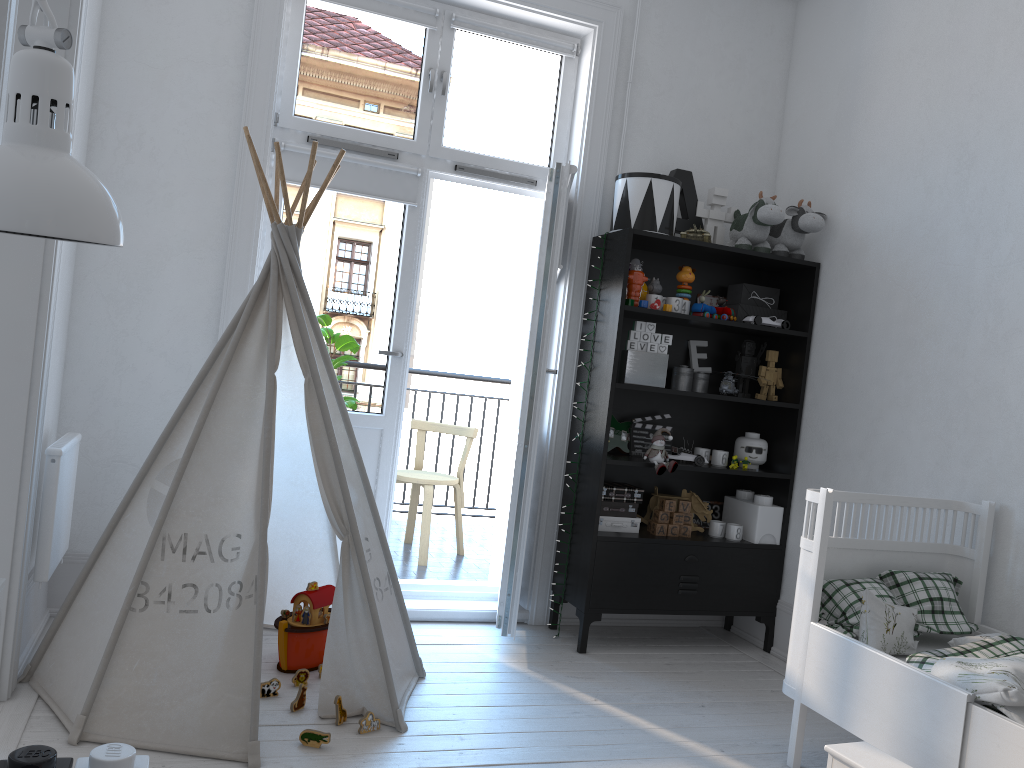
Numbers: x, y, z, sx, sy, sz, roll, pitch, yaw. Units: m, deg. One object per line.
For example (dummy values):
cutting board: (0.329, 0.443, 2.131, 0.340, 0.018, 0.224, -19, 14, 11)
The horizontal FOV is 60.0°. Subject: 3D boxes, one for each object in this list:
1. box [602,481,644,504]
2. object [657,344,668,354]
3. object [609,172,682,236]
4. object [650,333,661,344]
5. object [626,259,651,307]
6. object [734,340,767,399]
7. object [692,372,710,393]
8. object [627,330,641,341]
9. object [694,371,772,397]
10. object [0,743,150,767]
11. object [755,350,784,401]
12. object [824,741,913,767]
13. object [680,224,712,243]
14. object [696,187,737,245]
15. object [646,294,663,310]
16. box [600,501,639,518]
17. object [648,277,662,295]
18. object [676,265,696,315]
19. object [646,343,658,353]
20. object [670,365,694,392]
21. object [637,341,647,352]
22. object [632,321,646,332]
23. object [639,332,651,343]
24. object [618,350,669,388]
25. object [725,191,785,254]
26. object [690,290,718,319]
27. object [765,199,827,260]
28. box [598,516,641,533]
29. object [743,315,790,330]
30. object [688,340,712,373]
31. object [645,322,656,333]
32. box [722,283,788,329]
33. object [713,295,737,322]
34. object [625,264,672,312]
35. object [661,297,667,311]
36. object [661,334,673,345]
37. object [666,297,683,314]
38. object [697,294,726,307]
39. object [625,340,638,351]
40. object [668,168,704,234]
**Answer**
box: (0.414, 0.448, 3.695, 0.216, 0.062, 0.179, 6, 1, -20)
object: (0.610, -0.140, 3.592, 0.040, 0.040, 0.040, 7, 1, 10)
object: (0.559, -0.729, 3.722, 0.272, 0.259, 0.395, 7, 1, 9)
object: (0.582, -0.184, 3.589, 0.040, 0.040, 0.040, 7, 1, 10)
object: (0.502, -0.405, 3.579, 0.105, 0.203, 0.072, 6, 1, -12)
object: (1.040, -0.066, 3.900, 0.117, 0.259, 0.081, 6, 1, -20)
object: (0.862, -0.003, 3.821, 0.078, 0.091, 0.246, 6, 1, -25)
object: (0.492, -0.194, 3.581, 0.040, 0.040, 0.040, 6, 1, -10)
object: (0.923, -0.002, 3.808, 0.368, 0.106, 0.349, 6, 1, -18)
object: (-0.743, 0.792, 1.452, 0.247, 0.332, 0.246, 6, 1, -20)
object: (1.129, -0.036, 3.867, 0.114, 0.221, 0.052, 6, 1, -20)
object: (0.831, 1.016, 2.031, 0.288, 0.246, 0.332, 6, 1, -25)
object: (0.767, -0.624, 3.687, 0.121, 0.100, 0.338, 7, 1, 15)
object: (0.888, -0.708, 3.887, 0.190, 0.290, 0.065, 6, 1, -15)
object: (0.576, -0.328, 3.609, 0.067, 0.067, 0.067, 6, 1, -19)
box: (0.390, 0.507, 3.689, 0.216, 0.062, 0.179, 6, 1, -20)
object: (0.603, -0.373, 3.772, 0.063, 0.160, 0.063, 6, 1, -41)
object: (0.714, -0.386, 3.680, 0.077, 0.213, 0.077, 7, 1, 14)
object: (0.564, -0.145, 3.588, 0.040, 0.040, 0.040, 7, 1, -5)
object: (0.743, -0.025, 3.866, 0.095, 0.110, 0.095, 6, 1, -15)
object: (0.520, -0.150, 3.592, 0.040, 0.040, 0.040, 6, 1, -15)
object: (0.514, -0.232, 3.582, 0.040, 0.040, 0.040, 6, 1, -15)
object: (0.537, -0.189, 3.585, 0.040, 0.040, 0.040, 7, 1, 0)
object: (0.535, -0.061, 3.625, 0.170, 0.138, 0.124, 7, 1, -5)
object: (1.020, -0.669, 3.760, 0.154, 0.253, 0.370, 6, 1, -12)
object: (0.811, -0.331, 3.718, 0.121, 0.126, 0.087, 6, 1, -43)
object: (1.160, -0.653, 3.816, 0.211, 0.253, 0.386, 6, 1, -36)
box: (0.401, 0.570, 3.697, 0.216, 0.062, 0.179, 6, 1, -20)
object: (1.078, -0.262, 3.767, 0.231, 0.048, 0.098, 6, 1, -30)
object: (0.834, -0.120, 3.938, 0.107, 0.151, 0.055, 6, 1, -20)
object: (0.555, -0.227, 3.585, 0.040, 0.040, 0.040, 6, 1, -10)
box: (1.074, -0.335, 3.909, 0.252, 0.189, 0.179, 6, 1, -20)
object: (0.900, -0.321, 3.794, 0.121, 0.112, 0.087, 7, 1, 41)
object: (0.509, -0.400, 3.656, 0.197, 0.197, 0.318, 6, 1, -23)
object: (0.612, -0.324, 3.669, 0.067, 0.067, 0.067, 7, 1, 44)
object: (0.626, -0.179, 3.593, 0.040, 0.040, 0.040, 7, 1, 5)
object: (0.663, -0.318, 3.625, 0.067, 0.067, 0.067, 6, 1, -19)
object: (0.986, -0.319, 3.991, 0.347, 0.132, 0.037, 6, 1, -20)
object: (0.482, -0.155, 3.581, 0.040, 0.040, 0.040, 7, 1, -5)
object: (0.718, -0.754, 3.856, 0.343, 0.344, 0.057, 6, 1, -20)
